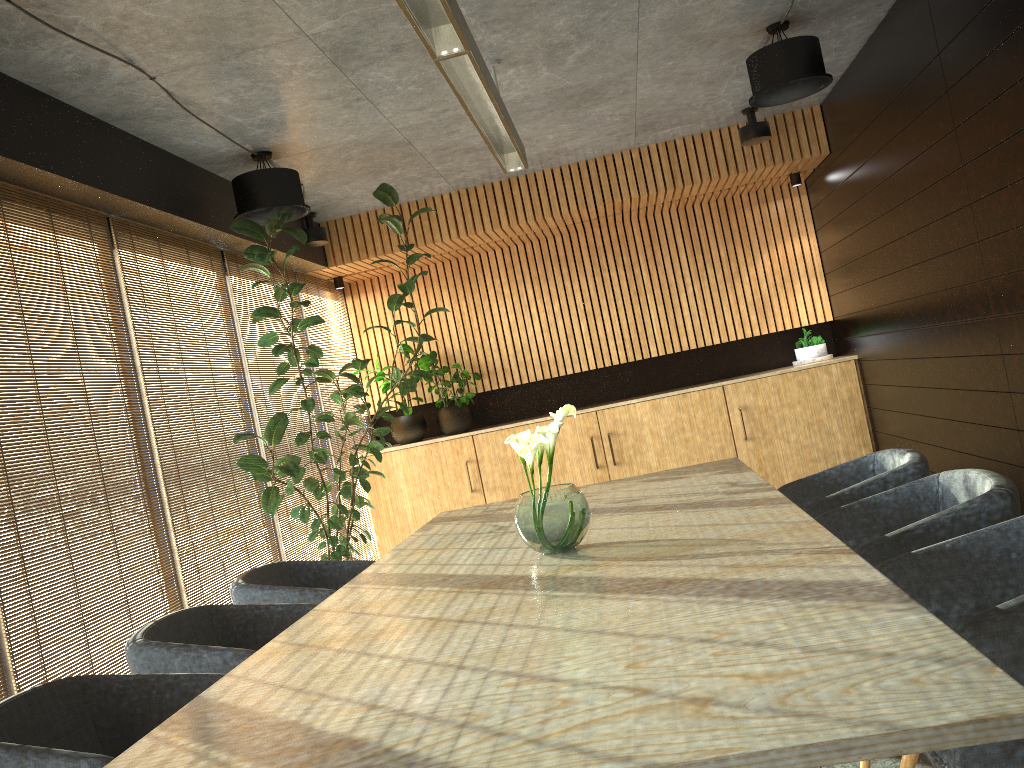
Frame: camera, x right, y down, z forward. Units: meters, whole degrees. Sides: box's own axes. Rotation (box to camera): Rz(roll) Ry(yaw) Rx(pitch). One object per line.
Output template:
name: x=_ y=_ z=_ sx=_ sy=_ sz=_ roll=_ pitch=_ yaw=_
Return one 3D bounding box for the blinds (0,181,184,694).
blinds: x=-2.181 y=0.494 z=4.483 sx=0.039 sy=3.038 sz=1.422 roll=-12 pitch=-1 yaw=7

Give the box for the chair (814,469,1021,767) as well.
chair: x=1.484 y=0.840 z=3.233 sx=0.761 sy=0.944 sz=0.706 roll=-12 pitch=-1 yaw=7

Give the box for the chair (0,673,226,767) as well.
chair: x=-1.159 y=1.371 z=2.681 sx=0.761 sy=0.944 sz=0.706 roll=-12 pitch=-1 yaw=7

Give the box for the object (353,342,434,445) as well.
object: x=-1.186 y=0.100 z=9.130 sx=0.640 sy=1.054 sz=0.666 roll=-11 pitch=-1 yaw=-41

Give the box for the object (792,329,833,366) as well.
object: x=2.935 y=-0.382 z=8.742 sx=0.384 sy=0.347 sz=0.384 roll=-12 pitch=-1 yaw=30

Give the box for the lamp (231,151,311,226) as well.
lamp: x=-1.668 y=-1.351 z=6.034 sx=0.513 sy=0.497 sz=0.513 roll=-11 pitch=-1 yaw=-22

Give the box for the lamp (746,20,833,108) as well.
lamp: x=1.710 y=-2.043 z=5.581 sx=0.513 sy=0.497 sz=0.513 roll=-12 pitch=-1 yaw=37

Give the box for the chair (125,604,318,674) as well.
chair: x=-1.042 y=1.358 z=3.572 sx=0.761 sy=0.944 sz=0.706 roll=-12 pitch=-1 yaw=7

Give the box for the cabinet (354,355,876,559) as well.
cabinet: x=0.976 y=0.844 z=8.945 sx=4.954 sy=1.272 sz=1.006 roll=-12 pitch=-1 yaw=7

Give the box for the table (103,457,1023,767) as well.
table: x=0.279 y=1.094 z=3.395 sx=1.816 sy=0.927 sz=3.932 roll=-12 pitch=-1 yaw=7

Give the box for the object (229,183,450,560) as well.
object: x=-1.451 y=0.293 z=6.831 sx=1.875 sy=3.266 sz=1.958 roll=-11 pitch=-1 yaw=-44

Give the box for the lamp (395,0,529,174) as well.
lamp: x=-0.293 y=-1.573 z=3.443 sx=0.151 sy=0.618 sz=4.009 roll=-12 pitch=-1 yaw=7

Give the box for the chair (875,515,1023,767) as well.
chair: x=1.367 y=0.853 z=2.342 sx=0.761 sy=0.944 sz=0.706 roll=-12 pitch=-1 yaw=7

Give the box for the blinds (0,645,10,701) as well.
blinds: x=-2.317 y=0.493 z=0.431 sx=1.388 sy=3.075 sz=6.486 roll=-11 pitch=-1 yaw=-11

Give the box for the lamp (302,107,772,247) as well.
lamp: x=0.108 y=-1.781 z=7.667 sx=4.179 sy=0.294 sz=0.257 roll=-12 pitch=-1 yaw=7

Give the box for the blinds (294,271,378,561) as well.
blinds: x=-1.605 y=0.428 z=8.875 sx=0.039 sy=3.038 sz=1.422 roll=-12 pitch=-1 yaw=7

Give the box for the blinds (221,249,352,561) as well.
blinds: x=-1.796 y=0.450 z=7.420 sx=0.039 sy=3.038 sz=1.422 roll=-12 pitch=-1 yaw=7

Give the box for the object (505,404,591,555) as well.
object: x=0.131 y=0.374 z=3.426 sx=0.295 sy=0.546 sz=0.322 roll=-12 pitch=-1 yaw=17

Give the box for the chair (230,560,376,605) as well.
chair: x=-0.925 y=1.344 z=4.464 sx=0.761 sy=0.944 sz=0.706 roll=-12 pitch=-1 yaw=7

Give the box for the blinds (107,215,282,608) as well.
blinds: x=-1.990 y=0.472 z=5.939 sx=0.039 sy=3.038 sz=1.422 roll=-12 pitch=-1 yaw=7

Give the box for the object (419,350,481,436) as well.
object: x=-0.671 y=0.083 z=9.047 sx=0.679 sy=0.880 sz=0.512 roll=-12 pitch=-1 yaw=11

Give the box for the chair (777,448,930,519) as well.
chair: x=1.601 y=0.826 z=4.125 sx=0.761 sy=0.944 sz=0.706 roll=-12 pitch=-1 yaw=7
